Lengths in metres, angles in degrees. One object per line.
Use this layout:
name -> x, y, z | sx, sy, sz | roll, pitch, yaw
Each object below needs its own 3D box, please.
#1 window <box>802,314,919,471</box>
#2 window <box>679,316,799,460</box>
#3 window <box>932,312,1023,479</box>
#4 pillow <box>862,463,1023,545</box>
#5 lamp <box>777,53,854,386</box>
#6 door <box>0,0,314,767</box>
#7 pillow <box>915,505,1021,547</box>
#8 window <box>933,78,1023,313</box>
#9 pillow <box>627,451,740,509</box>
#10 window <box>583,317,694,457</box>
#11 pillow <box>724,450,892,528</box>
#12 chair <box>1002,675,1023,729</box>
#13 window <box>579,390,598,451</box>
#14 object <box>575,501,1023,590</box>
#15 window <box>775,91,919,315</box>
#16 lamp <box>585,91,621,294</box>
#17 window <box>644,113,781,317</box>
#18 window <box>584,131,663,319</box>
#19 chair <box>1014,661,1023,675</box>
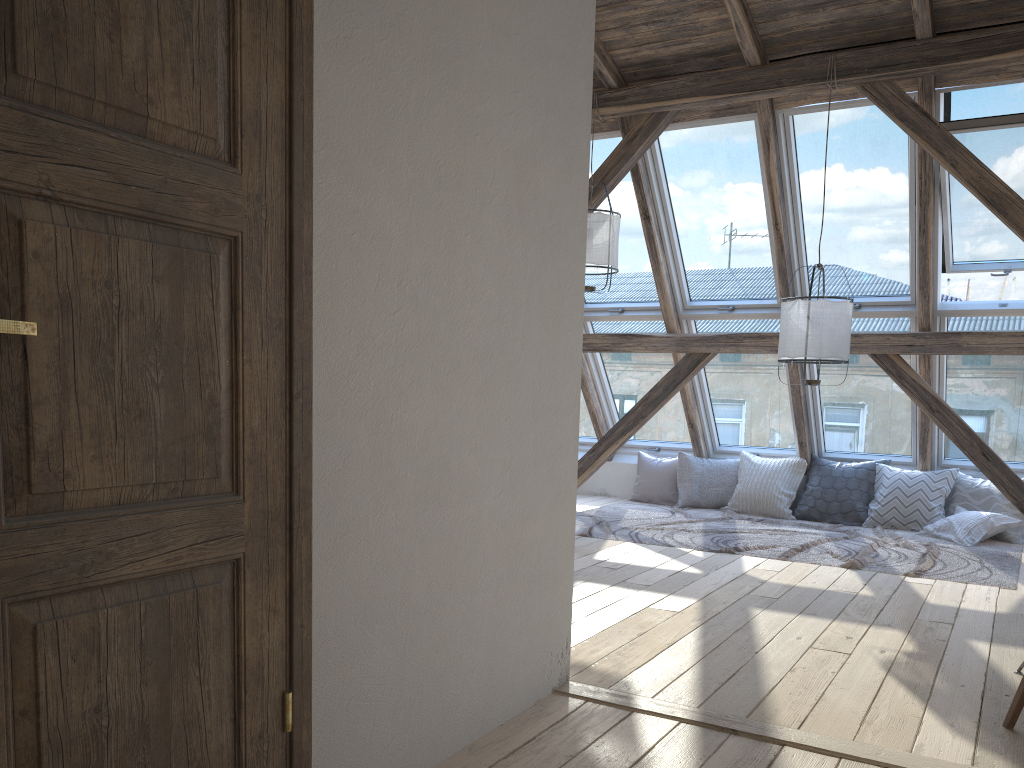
window -> 2.744, 0.065, 6.875 | 0.852, 1.291, 1.090 | 4, 5, 30
window -> 1.949, 0.044, 7.332 | 0.852, 1.291, 1.090 | 4, 5, 30
window -> 3.538, 0.087, 6.418 | 0.852, 1.291, 1.090 | 4, 5, 30
pillow -> 3.353, 0.907, 6.743 | 1.149, 0.540, 0.499 | 2, 3, 35
lamp -> 1.810, -0.940, 5.122 | 0.400, 1.918, 0.402 | 0, 7, -19
door -> -0.626, -0.036, 1.453 | 0.081, 2.095, 0.835 | 6, 7, 30
pillow -> 3.306, 1.043, 6.417 | 0.475, 0.244, 0.532 | 1, 1, -18
window -> 3.097, -1.127, 5.461 | 0.852, 1.290, 1.399 | 4, 4, 30
pillow -> 1.581, 0.865, 7.843 | 1.130, 0.531, 0.432 | 2, 4, 22
window -> 1.155, 0.022, 7.789 | 0.852, 1.291, 1.090 | 4, 5, 30
pillow -> 2.427, 0.853, 7.323 | 1.267, 0.570, 0.465 | 2, 4, 31
chair -> 1.774, 0.779, 2.694 | 0.340, 0.602, 0.338 | -3, 7, -40
window -> 0.360, 0.000, 8.245 | 0.852, 1.291, 1.090 | 4, 5, 30
object -> 1.945, 1.074, 6.512 | 3.175, 0.057, 2.179 | 2, 0, 30
window -> 2.278, -1.150, 5.875 | 0.852, 1.291, 1.090 | 4, 5, 30
lamp -> 0.528, -1.271, 5.830 | 0.400, 1.320, 0.402 | 2, 6, 6
window -> 1.483, -1.172, 6.332 | 0.852, 1.291, 1.090 | 4, 5, 30
window -> 0.689, -1.194, 6.789 | 0.852, 1.291, 1.090 | 4, 5, 30
chair -> 2.093, 0.772, 3.216 | 0.353, 0.644, 0.350 | -1, 6, -26
